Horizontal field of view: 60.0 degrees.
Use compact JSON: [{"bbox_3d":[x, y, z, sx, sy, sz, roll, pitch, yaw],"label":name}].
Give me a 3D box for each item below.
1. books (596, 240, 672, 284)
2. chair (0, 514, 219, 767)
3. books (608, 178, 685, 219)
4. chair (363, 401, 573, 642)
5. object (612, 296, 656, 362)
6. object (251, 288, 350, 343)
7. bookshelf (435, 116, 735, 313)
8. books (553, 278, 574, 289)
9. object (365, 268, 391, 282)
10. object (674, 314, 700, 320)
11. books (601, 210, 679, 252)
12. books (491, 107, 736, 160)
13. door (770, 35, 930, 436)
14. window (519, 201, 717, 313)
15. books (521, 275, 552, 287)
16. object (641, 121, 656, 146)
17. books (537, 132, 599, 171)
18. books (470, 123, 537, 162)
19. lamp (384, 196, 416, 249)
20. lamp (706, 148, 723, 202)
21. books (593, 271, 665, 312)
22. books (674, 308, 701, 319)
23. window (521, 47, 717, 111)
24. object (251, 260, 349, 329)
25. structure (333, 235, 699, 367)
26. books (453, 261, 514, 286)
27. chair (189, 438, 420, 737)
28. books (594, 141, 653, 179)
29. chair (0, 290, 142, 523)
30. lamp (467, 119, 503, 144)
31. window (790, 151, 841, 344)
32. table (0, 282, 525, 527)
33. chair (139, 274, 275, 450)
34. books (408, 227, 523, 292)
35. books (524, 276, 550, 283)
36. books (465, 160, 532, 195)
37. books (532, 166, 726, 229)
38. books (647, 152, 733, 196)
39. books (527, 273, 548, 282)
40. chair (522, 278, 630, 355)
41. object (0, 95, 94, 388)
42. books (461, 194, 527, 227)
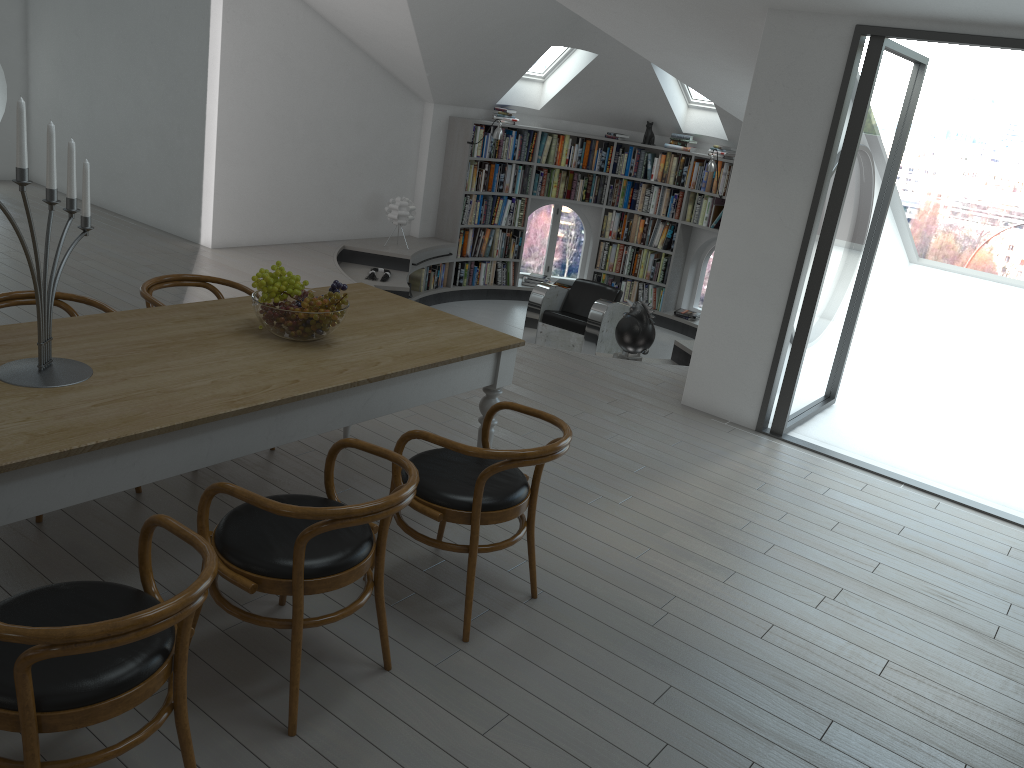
[{"bbox_3d":[1.528,-1.487,10.736,1.034,0.354,0.294,15,19,19],"label":"books"},{"bbox_3d":[-1.008,0.706,2.069,0.625,0.729,0.529,22,22,36],"label":"chair"},{"bbox_3d":[1.643,-2.217,10.550,1.030,0.356,0.302,16,19,19],"label":"books"},{"bbox_3d":[-0.138,0.448,3.211,0.624,0.729,0.529,21,21,33],"label":"chair"},{"bbox_3d":[0.983,-0.422,7.040,0.320,0.558,0.323,11,18,7],"label":"object"},{"bbox_3d":[-0.802,-0.244,3.347,0.360,0.158,0.362,14,19,14],"label":"object"},{"bbox_3d":[1.498,-1.607,9.751,4.354,1.864,2.116,21,22,33],"label":"bookshelf"},{"bbox_3d":[0.681,-1.222,11.014,0.319,0.099,0.292,22,23,34],"label":"books"},{"bbox_3d":[-1.304,-1.074,8.713,0.218,0.081,0.477,8,19,-3],"label":"object"},{"bbox_3d":[2.086,-0.808,10.544,0.214,0.036,0.228,-6,24,-36],"label":"object"},{"bbox_3d":[1.572,-1.852,10.625,0.999,0.348,0.299,15,19,17],"label":"books"},{"bbox_3d":[1.177,-2.904,10.215,2.815,0.172,0.753,10,19,5],"label":"books"},{"bbox_3d":[2.123,-0.880,5.559,0.080,2.327,1.055,20,21,32],"label":"door"},{"bbox_3d":[1.541,-1.523,10.826,3.239,1.141,0.621,16,19,19],"label":"window"},{"bbox_3d":[0.310,-1.271,11.068,0.365,0.042,0.391,9,19,1],"label":"books"},{"bbox_3d":[1.618,-2.921,10.330,0.147,0.263,0.202,19,21,29],"label":"object"},{"bbox_3d":[0.632,-2.770,10.499,0.792,0.370,0.271,5,18,-11],"label":"books"},{"bbox_3d":[-0.179,-2.761,10.117,1.034,0.358,0.302,-6,23,-37],"label":"books"},{"bbox_3d":[-1.180,-1.695,9.283,0.306,0.520,0.307,16,19,22],"label":"lamp"},{"bbox_3d":[2.239,-2.286,9.710,0.114,0.562,0.358,24,23,39],"label":"lamp"},{"bbox_3d":[1.457,-1.151,10.846,1.021,0.304,0.289,15,19,18],"label":"books"},{"bbox_3d":[2.090,-0.836,10.535,0.269,0.029,0.254,17,21,23],"label":"books"},{"bbox_3d":[1.759,-3.264,9.227,4.074,0.707,1.939,21,22,33],"label":"window"},{"bbox_3d":[-0.804,-0.313,3.354,0.393,0.282,0.295,8,18,-1],"label":"object"},{"bbox_3d":[0.560,-0.646,8.895,4.706,0.687,4.752,5,19,-10],"label":"structure"},{"bbox_3d":[-0.362,-1.355,10.600,0.919,0.317,0.285,-5,23,-35],"label":"books"},{"bbox_3d":[-0.620,0.558,2.674,0.624,0.729,0.529,19,21,30],"label":"chair"},{"bbox_3d":[1.305,-2.665,10.532,0.683,0.343,0.267,13,18,11],"label":"books"},{"bbox_3d":[-1.854,0.053,3.584,0.624,0.729,0.529,21,21,33],"label":"chair"},{"bbox_3d":[-0.272,-2.734,9.615,0.415,0.309,0.117,20,21,30],"label":"lamp"},{"bbox_3d":[2.251,-0.971,6.323,0.104,1.458,1.476,20,21,32],"label":"window"},{"bbox_3d":[-1.402,0.326,2.886,1.023,0.792,3.361,21,22,32],"label":"table"},{"bbox_3d":[-1.451,-0.088,4.177,0.625,0.729,0.529,22,22,36],"label":"chair"},{"bbox_3d":[-0.564,-1.492,10.314,1.644,0.690,0.393,-9,25,-43],"label":"books"},{"bbox_3d":[0.315,-1.302,11.058,0.269,0.031,0.288,12,19,10],"label":"books"},{"bbox_3d":[-0.230,-2.404,10.252,1.089,0.345,0.305,-6,23,-38],"label":"books"},{"bbox_3d":[1.388,-2.215,10.448,2.533,0.368,0.595,14,19,15],"label":"books"},{"bbox_3d":[2.222,-2.367,10.049,1.575,0.364,0.395,24,23,38],"label":"books"},{"bbox_3d":[0.320,-1.332,11.048,0.214,0.036,0.228,12,19,10],"label":"books"},{"bbox_3d":[0.679,-0.649,8.939,0.826,0.713,0.744,19,21,28],"label":"chair"},{"bbox_3d":[-1.372,-0.421,2.501,0.266,0.868,0.781,11,18,8],"label":"object"},{"bbox_3d":[-0.280,-2.035,10.317,1.021,0.356,0.262,-5,23,-36],"label":"books"}]
